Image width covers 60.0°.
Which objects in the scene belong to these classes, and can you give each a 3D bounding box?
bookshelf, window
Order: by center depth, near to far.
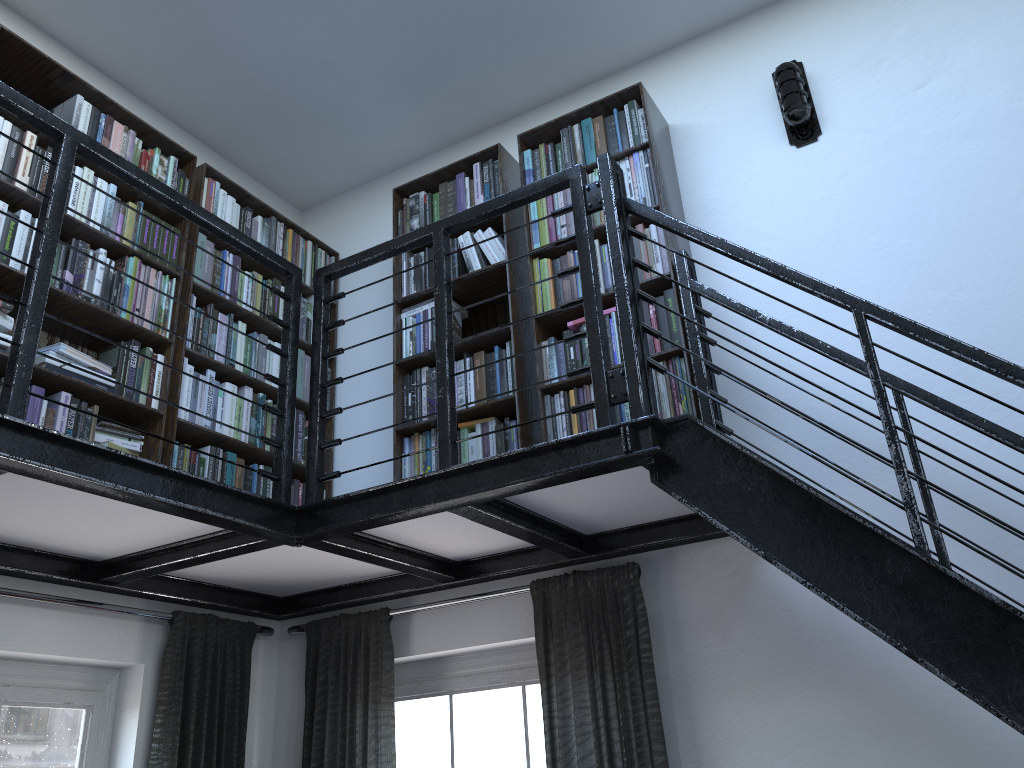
[{"bbox_3d":[-0.826,-0.955,1.734,3.075,1.641,4.427,-17,-28,26],"label":"bookshelf"},{"bbox_3d":[-1.646,1.560,2.367,0.132,1.630,1.154,-17,-29,26],"label":"window"},{"bbox_3d":[-0.056,1.739,2.996,1.162,1.630,0.131,-17,-29,25],"label":"window"}]

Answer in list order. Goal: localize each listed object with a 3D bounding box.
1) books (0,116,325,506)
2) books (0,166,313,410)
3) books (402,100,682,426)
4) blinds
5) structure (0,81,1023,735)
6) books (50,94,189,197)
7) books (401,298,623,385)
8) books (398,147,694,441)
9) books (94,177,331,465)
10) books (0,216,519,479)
[{"bbox_3d":[-2.011,-0.665,2.336,0.241,1.418,4.393,-18,-28,26],"label":"books"},{"bbox_3d":[-1.830,-0.412,2.575,0.239,1.139,3.354,-17,-28,26],"label":"books"},{"bbox_3d":[-0.475,-1.120,1.597,2.196,1.430,4.328,-17,-28,25],"label":"books"},{"bbox_3d":[-0.288,1.874,2.769,1.748,2.417,0.520,-8,-26,9],"label":"blinds"},{"bbox_3d":[-0.067,0.364,0.664,4.595,3.406,4.439,-17,-28,26],"label":"structure"},{"bbox_3d":[-2.043,-0.934,2.471,0.212,0.840,2.608,-17,-28,26],"label":"books"},{"bbox_3d":[-0.733,-0.925,1.658,1.591,1.157,4.287,-17,-28,25],"label":"books"},{"bbox_3d":[-0.931,-0.977,1.839,1.164,1.426,4.336,-17,-28,26],"label":"books"},{"bbox_3d":[-2.015,-0.674,2.344,0.226,1.434,4.387,-17,-28,26],"label":"books"},{"bbox_3d":[-1.603,-0.808,2.126,1.279,1.451,4.389,-18,-28,27],"label":"books"}]
